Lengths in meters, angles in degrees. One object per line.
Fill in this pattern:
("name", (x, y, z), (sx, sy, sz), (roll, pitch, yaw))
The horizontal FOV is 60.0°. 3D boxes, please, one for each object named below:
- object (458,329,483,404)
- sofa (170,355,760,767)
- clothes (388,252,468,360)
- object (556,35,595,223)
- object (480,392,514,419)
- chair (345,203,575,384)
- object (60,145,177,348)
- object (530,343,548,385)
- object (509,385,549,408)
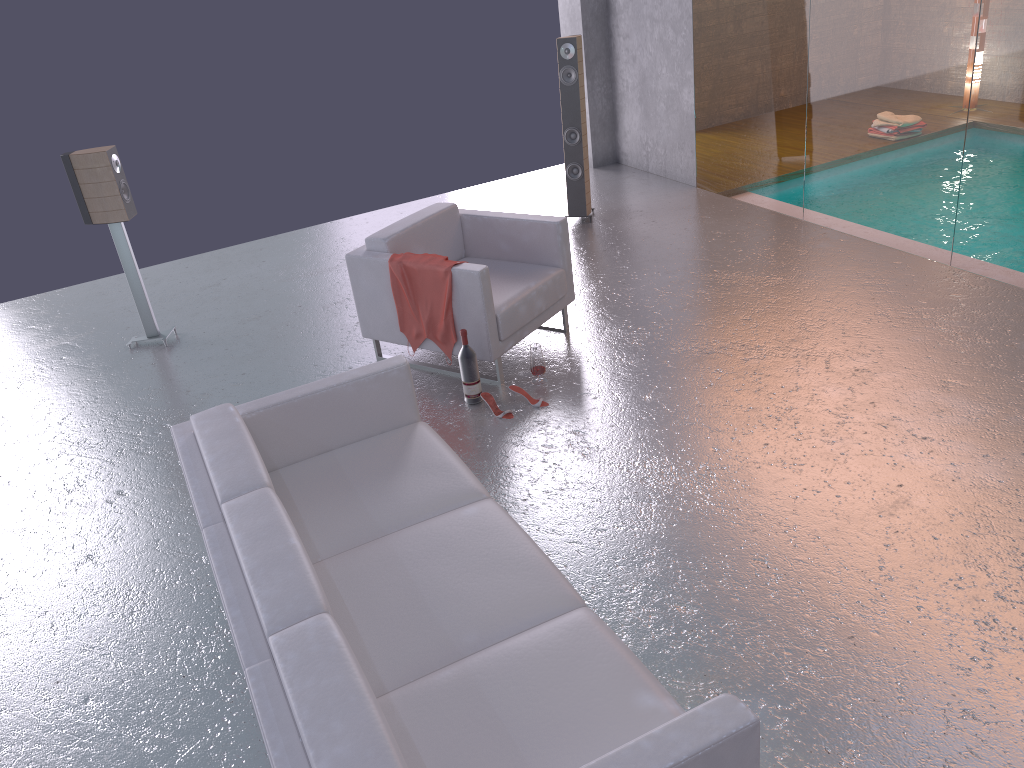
("object", (-0.238, -0.100, 4.876), (0.109, 0.435, 0.109), (-6, 28, 4))
("sofa", (-0.359, 0.735, 2.907), (1.026, 0.824, 2.353), (-19, 30, -20))
("clothes", (-0.438, -0.460, 5.139), (0.574, 0.604, 0.254), (11, 33, 32))
("object", (0.545, -2.120, 7.382), (0.244, 1.473, 0.444), (3, 29, 20))
("object", (-0.083, 0.119, 4.798), (0.235, 0.087, 0.079), (17, 37, 39))
("chair", (-0.281, -0.609, 5.458), (1.026, 0.808, 0.936), (12, 33, 33))
("object", (-2.645, -0.904, 6.017), (0.333, 1.363, 0.243), (-4, 28, 7))
("object", (0.145, -0.116, 5.029), (0.091, 0.233, 0.091), (-5, 28, 4))
("object", (0.095, 0.063, 4.858), (0.235, 0.087, 0.079), (10, 32, 30))
